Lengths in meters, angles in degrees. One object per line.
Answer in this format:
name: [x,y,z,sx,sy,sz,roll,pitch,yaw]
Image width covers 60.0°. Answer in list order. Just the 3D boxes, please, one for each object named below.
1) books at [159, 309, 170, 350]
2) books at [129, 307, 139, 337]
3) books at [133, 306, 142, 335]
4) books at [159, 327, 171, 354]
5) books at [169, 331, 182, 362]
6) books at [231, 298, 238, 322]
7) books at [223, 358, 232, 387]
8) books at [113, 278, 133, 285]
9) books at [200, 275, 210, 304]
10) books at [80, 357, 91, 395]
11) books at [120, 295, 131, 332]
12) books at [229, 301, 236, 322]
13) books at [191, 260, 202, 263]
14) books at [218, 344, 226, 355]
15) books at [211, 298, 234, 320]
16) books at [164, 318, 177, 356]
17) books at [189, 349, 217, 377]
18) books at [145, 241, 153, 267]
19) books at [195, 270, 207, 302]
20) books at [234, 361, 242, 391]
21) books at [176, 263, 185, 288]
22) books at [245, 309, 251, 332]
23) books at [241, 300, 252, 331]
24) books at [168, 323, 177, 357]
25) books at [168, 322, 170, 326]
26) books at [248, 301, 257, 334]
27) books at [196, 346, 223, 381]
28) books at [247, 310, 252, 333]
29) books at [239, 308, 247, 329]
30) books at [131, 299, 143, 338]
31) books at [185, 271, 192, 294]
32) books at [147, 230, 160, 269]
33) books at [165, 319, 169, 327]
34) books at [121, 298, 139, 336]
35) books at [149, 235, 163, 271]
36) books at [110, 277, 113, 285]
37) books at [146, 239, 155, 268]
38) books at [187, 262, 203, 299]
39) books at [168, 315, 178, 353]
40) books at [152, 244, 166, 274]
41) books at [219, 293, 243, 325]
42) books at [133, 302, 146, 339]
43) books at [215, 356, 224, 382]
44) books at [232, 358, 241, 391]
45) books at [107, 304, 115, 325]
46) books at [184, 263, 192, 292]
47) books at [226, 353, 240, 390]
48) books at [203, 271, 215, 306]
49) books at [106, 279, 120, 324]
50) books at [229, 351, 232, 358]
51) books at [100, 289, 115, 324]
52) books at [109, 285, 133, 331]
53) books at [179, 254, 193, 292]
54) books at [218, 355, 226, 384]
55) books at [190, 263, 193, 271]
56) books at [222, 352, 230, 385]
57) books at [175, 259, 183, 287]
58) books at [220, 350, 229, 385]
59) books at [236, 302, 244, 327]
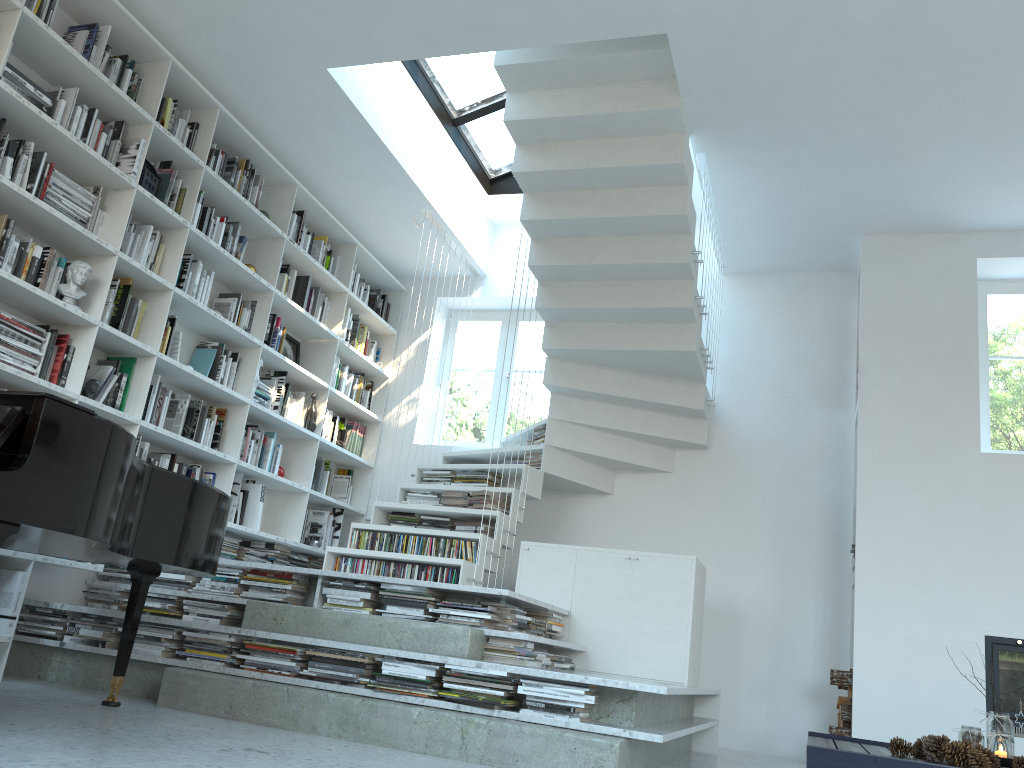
books: [-1.958,-0.274,4.776,0.191,0.278,0.013,2,-17,19]
books: [-2.035,-0.304,4.582,0.181,0.203,0.034,2,-17,19]
books: [-2.039,-0.304,4.659,0.149,0.247,0.019,2,-17,19]
books: [-1.949,-0.219,4.802,0.191,0.191,0.017,2,-17,19]
books: [-1.917,-0.188,4.919,0.176,0.209,0.051,2,-17,19]
books: [-1.764,-0.417,5.412,0.154,0.231,0.012,2,-17,19]
books: [-1.783,-0.051,5.337,0.178,0.223,0.012,2,-17,19]
books: [-2.059,-0.389,4.545,0.169,0.336,0.022,2,-17,19]
books: [-1.852,-0.516,5.125,0.183,0.231,0.021,2,-17,19]
books: [-2.154,-0.030,4.344,0.141,0.247,0.035,2,-17,19]
books: [-2.062,-0.343,4.551,0.174,0.252,0.033,2,-17,19]
books: [-1.770,-0.407,5.401,0.154,0.204,0.005,2,-17,19]
books: [-1.878,-0.569,5.071,0.159,0.294,0.027,2,-17,19]
books: [-1.813,-0.102,5.307,0.154,0.294,0.013,2,-17,19]
books: [-1.775,-0.417,5.395,0.140,0.219,0.015,2,-17,19]
books: [-1.947,-0.239,4.872,0.178,0.269,0.006,2,-17,19]
books: [-1.839,-0.100,5.225,0.153,0.240,0.056,2,-17,19]
books: [-1.994,-0.656,4.688,0.157,0.210,0.029,2,-17,19]
books: [-1.860,-0.537,5.082,0.183,0.244,0.025,2,-17,19]
books: [-1.750,-0.026,5.443,0.158,0.245,0.010,2,-17,19]
books: [-1.920,-0.572,4.942,0.161,0.215,0.026,2,-17,19]
books: [-1.716,-0.368,5.503,0.173,0.204,0.013,2,-17,19]
books: [-1.717,-0.397,5.498,0.175,0.256,0.016,2,-17,19]
books: [-1.949,-0.220,4.908,0.161,0.253,0.007,2,-17,19]
books: [-1.961,-0.230,4.861,0.132,0.242,0.017,2,-17,19]
books: [-1.698,-0.392,5.543,0.182,0.277,0.005,2,-17,19]
books: [-1.820,-0.101,5.260,0.174,0.263,0.021,2,-17,19]
books: [-1.712,-0.361,5.527,0.169,0.205,0.012,2,-17,19]
books: [-1.735,-0.376,5.481,0.173,0.201,0.013,2,-17,19]
books: [-2.029,-0.318,4.640,0.143,0.265,0.032,2,-17,19]
books: [-1.898,-0.542,4.994,0.171,0.193,0.025,2,-17,19]
books: [-1.986,-0.684,4.735,0.154,0.292,0.028,2,-17,19]
books: [-1.967,-0.240,4.829,0.169,0.241,0.008,2,-17,19]
books: [-2.032,-0.330,4.562,0.188,0.241,0.027,2,-17,19]
books: [-1.980,-0.672,4.746,0.173,0.276,0.025,2,-17,19]
books: [-2.093,-0.407,4.422,0.145,0.292,0.036,2,-17,19]
books: [-1.993,-0.661,4.711,0.149,0.233,0.024,2,-17,19]
books: [-1.865,-0.562,5.032,0.182,0.262,0.031,2,-17,19]
books: [-1.947,-0.243,4.890,0.158,0.286,0.013,2,-17,19]
books: [-1.962,-0.643,4.749,0.176,0.229,0.028,2,-17,19]
books: [-1.746,-0.429,5.425,0.164,0.266,0.015,2,-17,19]
books: [-2.029,-0.308,4.679,0.141,0.268,0.033,2,-17,19]
books: [-1.810,-0.068,5.269,0.188,0.209,0.006,2,-17,19]
books: [-1.754,-0.040,5.412,0.169,0.252,0.011,2,-17,19]
books: [-2.098,-0.325,4.501,0.131,0.180,0.030,2,-17,19]
books: [-1.895,-0.570,4.976,0.164,0.236,0.022,2,-17,19]
books: [-1.761,-0.061,5.379,0.183,0.272,0.012,2,-17,19]
books: [-1.832,-0.528,5.147,0.169,0.271,0.024,2,-17,19]
books: [-2.080,-0.392,4.468,0.163,0.293,0.019,2,-17,19]
books: [-1.788,-0.069,5.366,0.154,0.274,0.033,2,-17,19]
books: [-2.092,-0.368,4.445,0.180,0.231,0.015,2,-17,19]
books: [-2.048,-0.371,4.521,0.182,0.292,0.019,2,-17,19]
books: [-1.892,-0.596,4.963,0.177,0.279,0.014,2,-17,19]
books: [-1.807,-0.069,5.279,0.187,0.218,0.013,2,-17,19]
books: [-1.895,-0.567,5.021,0.131,0.256,0.011,2,-17,19]
books: [-1.791,-0.072,5.332,0.152,0.258,0.015,2,-17,19]
books: [-1.923,-0.588,4.927,0.157,0.235,0.013,2,-17,19]
books: [-1.796,-0.079,5.318,0.165,0.262,0.018,2,-17,19]
books: [-1.747,-0.397,5.462,0.160,0.227,0.017,2,-17,19]
